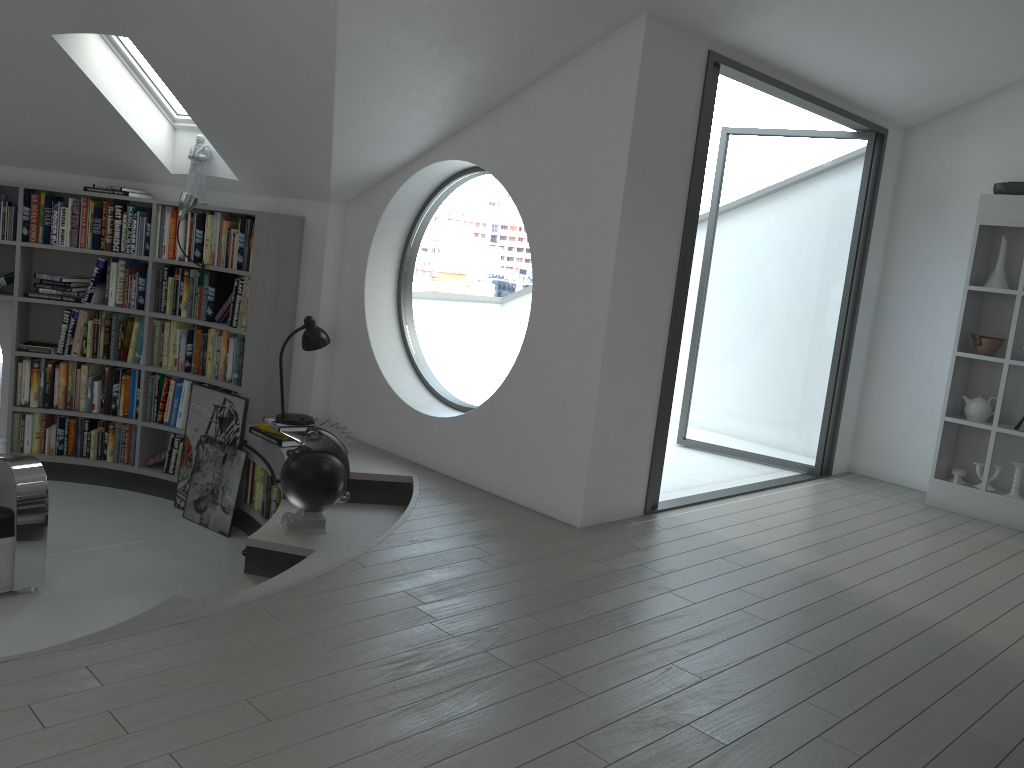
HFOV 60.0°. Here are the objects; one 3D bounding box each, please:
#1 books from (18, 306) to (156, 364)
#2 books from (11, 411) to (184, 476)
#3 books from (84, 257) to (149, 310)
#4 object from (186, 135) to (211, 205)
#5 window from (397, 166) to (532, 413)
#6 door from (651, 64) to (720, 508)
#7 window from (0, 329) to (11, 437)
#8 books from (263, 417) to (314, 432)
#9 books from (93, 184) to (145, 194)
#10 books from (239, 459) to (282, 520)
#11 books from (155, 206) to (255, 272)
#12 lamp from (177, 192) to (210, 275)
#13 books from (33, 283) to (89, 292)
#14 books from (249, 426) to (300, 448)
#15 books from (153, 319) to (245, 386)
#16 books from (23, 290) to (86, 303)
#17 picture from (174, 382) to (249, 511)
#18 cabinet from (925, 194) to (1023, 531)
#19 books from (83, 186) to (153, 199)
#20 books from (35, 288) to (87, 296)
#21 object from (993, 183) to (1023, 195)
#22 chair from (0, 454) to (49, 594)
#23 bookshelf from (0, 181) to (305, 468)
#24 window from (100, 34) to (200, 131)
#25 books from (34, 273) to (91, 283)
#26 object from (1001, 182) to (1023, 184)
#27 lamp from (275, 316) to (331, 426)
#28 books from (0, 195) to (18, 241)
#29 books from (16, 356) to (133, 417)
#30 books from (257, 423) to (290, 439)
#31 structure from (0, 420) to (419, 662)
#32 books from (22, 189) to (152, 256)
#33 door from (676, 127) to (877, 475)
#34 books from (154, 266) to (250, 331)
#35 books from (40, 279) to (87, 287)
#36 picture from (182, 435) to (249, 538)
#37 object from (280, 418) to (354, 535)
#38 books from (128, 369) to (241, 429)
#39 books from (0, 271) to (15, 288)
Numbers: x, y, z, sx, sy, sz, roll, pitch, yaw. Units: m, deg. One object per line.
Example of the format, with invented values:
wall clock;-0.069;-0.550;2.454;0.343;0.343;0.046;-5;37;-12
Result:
books;-2.953;-0.363;6.295;0.973;0.351;0.252;6;7;-3
books;-2.846;0.401;6.344;1.497;0.310;0.361;8;8;6
books;-2.714;-0.720;6.286;0.553;0.349;0.256;7;7;1
object;-2.144;-1.460;6.038;0.179;0.471;0.180;2;9;-36
window;-0.193;-0.559;5.299;0.104;1.465;1.476;0;10;-45
door;0.539;-0.578;5.039;0.080;2.338;1.055;0;10;-45
window;-4.741;-0.059;5.428;0.618;1.147;3.235;11;9;30
books;-1.351;0.247;5.455;0.269;0.031;0.287;1;10;-35
books;-2.767;-1.373;6.246;0.248;0.027;0.234;9;9;17
books;-1.398;0.712;5.426;0.272;0.297;1.152;2;10;-31
books;-1.975;-0.980;6.001;1.016;0.361;0.293;11;9;27
lamp;-2.061;-0.977;5.798;0.112;0.523;0.275;12;9;35
books;-3.189;-0.691;6.309;0.286;0.031;0.270;7;8;4
books;-1.360;0.315;5.463;0.365;0.042;0.389;-2;12;-45
books;-2.047;-0.221;6.088;1.023;0.346;0.276;11;9;29
books;-3.196;-0.628;6.317;0.388;0.042;0.367;6;8;-5
picture;-1.998;0.465;5.872;0.580;0.860;0.090;12;8;34
cabinet;3.134;-0.145;5.512;0.361;1.983;0.644;0;10;-45
books;-2.770;-1.345;6.249;0.336;0.036;0.317;8;9;7
books;-3.192;-0.660;6.313;0.285;0.031;0.270;5;9;-10
object;3.161;-1.160;5.483;0.299;0.119;0.300;-2;12;-45
chair;-2.885;0.659;4.400;0.743;0.717;0.823;13;10;39
bookshelf;-3.732;-0.326;5.148;4.333;1.874;2.116;-2;11;-45
window;-3.526;-2.067;4.940;4.056;0.711;1.939;-2;12;-45
books;-3.181;-0.753;6.302;0.286;0.031;0.270;11;9;24
object;3.162;-1.170;5.482;0.238;0.119;0.239;-1;12;-45
lamp;-1.281;-0.091;5.436;0.322;0.658;0.234;3;8;-30
books;-4.060;-1.191;5.741;1.565;0.365;0.395;0;10;-40
books;-3.083;0.002;6.346;0.872;0.349;0.273;6;7;-4
books;-1.355;0.279;5.459;0.305;0.034;0.286;13;10;34
structure;-2.860;0.686;4.278;4.709;0.691;4.727;7;8;-1
books;-2.930;-1.128;6.214;0.969;0.366;0.307;6;7;-2
door;1.845;-0.614;6.312;1.054;2.338;0.080;11;8;29
books;-2.011;-0.600;6.040;1.055;0.357;0.280;12;9;30
books;-3.185;-0.721;6.306;0.226;0.036;0.214;7;8;4
picture;-1.923;0.656;5.735;0.491;0.553;0.107;12;9;35
object;-0.968;0.442;4.349;0.321;0.560;0.321;9;8;17
books;-2.159;0.143;6.153;1.186;0.357;0.304;11;8;25
books;-3.627;-0.798;6.115;0.398;0.339;0.225;3;8;-25
